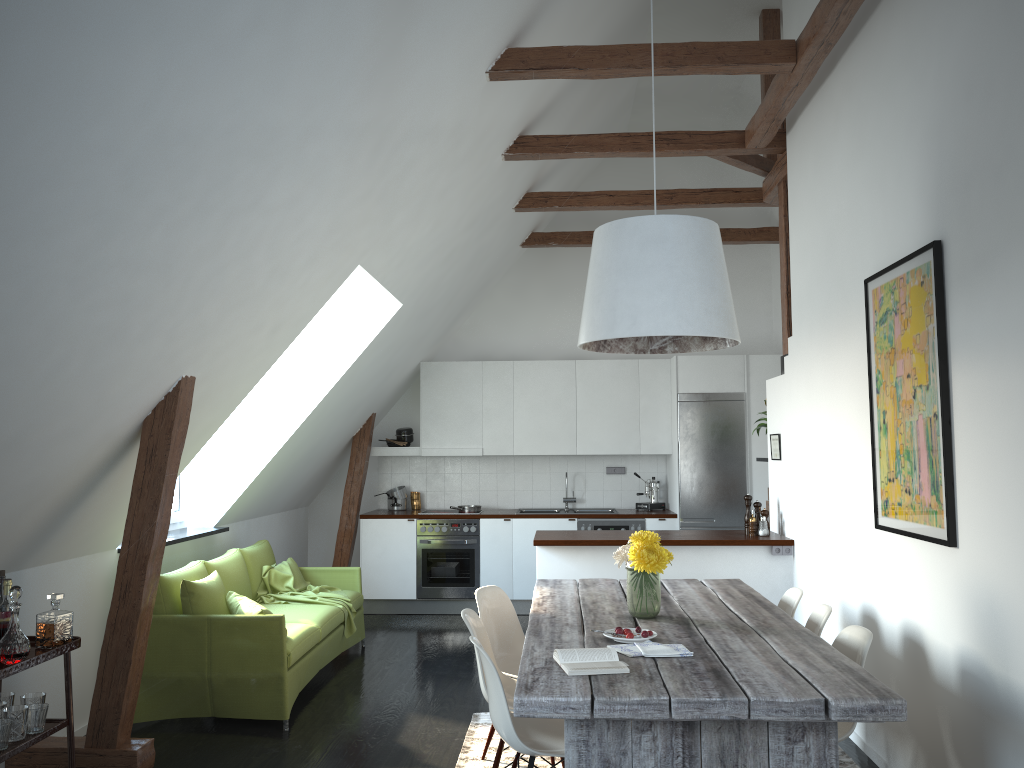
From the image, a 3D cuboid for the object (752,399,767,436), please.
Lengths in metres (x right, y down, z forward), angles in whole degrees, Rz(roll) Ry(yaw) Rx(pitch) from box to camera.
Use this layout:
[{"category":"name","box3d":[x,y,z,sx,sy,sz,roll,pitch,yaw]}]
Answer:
[{"category":"object","box3d":[2.064,0.312,6.696,0.493,0.486,0.506,-2,-5,23]}]

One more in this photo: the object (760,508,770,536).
[{"category":"object","box3d":[1.722,0.937,6.035,0.058,0.184,0.058,0,-4,0]}]

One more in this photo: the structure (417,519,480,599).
[{"category":"structure","box3d":[-0.567,1.634,8.464,0.583,0.725,0.749,-1,-4,3]}]

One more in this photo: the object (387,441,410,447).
[{"category":"object","box3d":[-1.115,0.595,8.750,0.243,0.056,0.350,0,-4,-8]}]

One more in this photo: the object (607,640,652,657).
[{"category":"object","box3d":[0.457,0.947,3.179,0.182,0.014,0.185,1,-5,-23]}]

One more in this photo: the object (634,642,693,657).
[{"category":"object","box3d":[0.539,0.944,3.159,0.182,0.016,0.179,0,-4,-2]}]

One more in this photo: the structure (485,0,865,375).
[{"category":"structure","box3d":[2.819,-2.234,0.658,10.230,3.562,15.910,-1,-4,9]}]

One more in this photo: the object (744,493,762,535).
[{"category":"object","box3d":[1.658,0.893,6.099,0.123,0.283,0.061,-1,-4,3]}]

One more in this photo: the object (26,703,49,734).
[{"category":"object","box3d":[-1.889,1.328,3.515,0.092,0.099,0.092,1,-5,-19]}]

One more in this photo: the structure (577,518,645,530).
[{"category":"structure","box3d":[0.921,1.608,8.298,0.612,0.725,0.582,-1,-4,3]}]

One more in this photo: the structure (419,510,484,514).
[{"category":"structure","box3d":[-0.574,1.242,8.479,0.574,0.041,0.504,-1,-4,3]}]

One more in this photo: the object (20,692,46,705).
[{"category":"object","box3d":[-1.950,1.325,3.607,0.095,0.119,0.095,3,-5,-35]}]

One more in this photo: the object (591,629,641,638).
[{"category":"object","box3d":[0.392,0.946,3.358,0.194,0.022,0.019,-2,-5,19]}]

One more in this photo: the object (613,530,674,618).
[{"category":"object","box3d":[0.572,0.818,3.831,0.233,0.365,0.293,2,-5,-26]}]

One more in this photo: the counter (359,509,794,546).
[{"category":"counter","box3d":[0.222,1.154,7.331,3.365,0.038,3.085,-1,-4,3]}]

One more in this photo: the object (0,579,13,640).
[{"category":"object","box3d":[-1.966,0.913,3.449,0.081,0.307,0.081,-1,-4,9]}]

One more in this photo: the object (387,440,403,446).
[{"category":"object","box3d":[-1.158,0.574,8.700,0.065,0.065,0.332,2,-5,-30]}]

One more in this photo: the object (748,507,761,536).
[{"category":"object","box3d":[1.643,0.932,6.013,0.080,0.192,0.058,1,-4,-13]}]

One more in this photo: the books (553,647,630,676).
[{"category":"books","box3d":[0.260,0.920,2.966,0.202,0.042,0.251,0,-4,-9]}]

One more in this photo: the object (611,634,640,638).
[{"category":"object","box3d":[0.430,0.953,3.360,0.110,0.011,0.058,-1,-4,7]}]

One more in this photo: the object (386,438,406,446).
[{"category":"object","box3d":[-1.145,0.568,8.710,0.061,0.077,0.331,3,-5,-38]}]

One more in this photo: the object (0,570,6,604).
[{"category":"object","box3d":[-2.026,0.905,3.514,0.080,0.329,0.080,0,-4,-6]}]

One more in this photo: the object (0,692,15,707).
[{"category":"object","box3d":[-2.079,1.326,3.612,0.095,0.119,0.095,3,-5,-35]}]

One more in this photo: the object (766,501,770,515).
[{"category":"object","box3d":[2.082,0.924,6.589,0.287,0.101,0.329,0,-4,-2]}]

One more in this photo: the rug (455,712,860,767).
[{"category":"rug","box3d":[0.653,1.769,3.687,1.898,0.022,2.677,-1,-4,3]}]

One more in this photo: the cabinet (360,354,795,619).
[{"category":"cabinet","box3d":[0.652,0.873,7.353,4.208,2.369,3.033,-1,-4,3]}]

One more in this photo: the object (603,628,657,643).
[{"category":"object","box3d":[0.447,0.956,3.360,0.205,0.024,0.205,0,-4,-5]}]

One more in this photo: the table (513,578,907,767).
[{"category":"table","box3d":[0.639,1.386,3.735,1.141,0.788,2.421,-1,-4,3]}]

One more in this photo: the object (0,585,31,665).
[{"category":"object","box3d":[-1.885,0.912,3.360,0.114,0.292,0.114,2,-5,-25]}]

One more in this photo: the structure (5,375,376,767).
[{"category":"structure","box3d":[-2.138,0.728,2.393,1.023,1.963,12.350,-1,-4,3]}]

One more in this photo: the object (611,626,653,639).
[{"category":"object","box3d":[0.461,0.945,3.371,0.132,0.034,0.144,2,-5,-25]}]

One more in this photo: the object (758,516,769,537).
[{"category":"object","box3d":[1.690,0.956,5.966,0.069,0.135,0.069,1,-5,-22]}]

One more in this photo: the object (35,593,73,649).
[{"category":"object","box3d":[-1.885,0.973,3.655,0.101,0.211,0.101,-2,-5,18]}]

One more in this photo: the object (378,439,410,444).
[{"category":"object","box3d":[-1.185,0.584,8.793,0.357,0.075,0.244,2,-5,-26]}]

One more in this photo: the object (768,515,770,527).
[{"category":"object","box3d":[2.082,1.023,6.582,0.329,0.101,0.287,-1,-4,13]}]
